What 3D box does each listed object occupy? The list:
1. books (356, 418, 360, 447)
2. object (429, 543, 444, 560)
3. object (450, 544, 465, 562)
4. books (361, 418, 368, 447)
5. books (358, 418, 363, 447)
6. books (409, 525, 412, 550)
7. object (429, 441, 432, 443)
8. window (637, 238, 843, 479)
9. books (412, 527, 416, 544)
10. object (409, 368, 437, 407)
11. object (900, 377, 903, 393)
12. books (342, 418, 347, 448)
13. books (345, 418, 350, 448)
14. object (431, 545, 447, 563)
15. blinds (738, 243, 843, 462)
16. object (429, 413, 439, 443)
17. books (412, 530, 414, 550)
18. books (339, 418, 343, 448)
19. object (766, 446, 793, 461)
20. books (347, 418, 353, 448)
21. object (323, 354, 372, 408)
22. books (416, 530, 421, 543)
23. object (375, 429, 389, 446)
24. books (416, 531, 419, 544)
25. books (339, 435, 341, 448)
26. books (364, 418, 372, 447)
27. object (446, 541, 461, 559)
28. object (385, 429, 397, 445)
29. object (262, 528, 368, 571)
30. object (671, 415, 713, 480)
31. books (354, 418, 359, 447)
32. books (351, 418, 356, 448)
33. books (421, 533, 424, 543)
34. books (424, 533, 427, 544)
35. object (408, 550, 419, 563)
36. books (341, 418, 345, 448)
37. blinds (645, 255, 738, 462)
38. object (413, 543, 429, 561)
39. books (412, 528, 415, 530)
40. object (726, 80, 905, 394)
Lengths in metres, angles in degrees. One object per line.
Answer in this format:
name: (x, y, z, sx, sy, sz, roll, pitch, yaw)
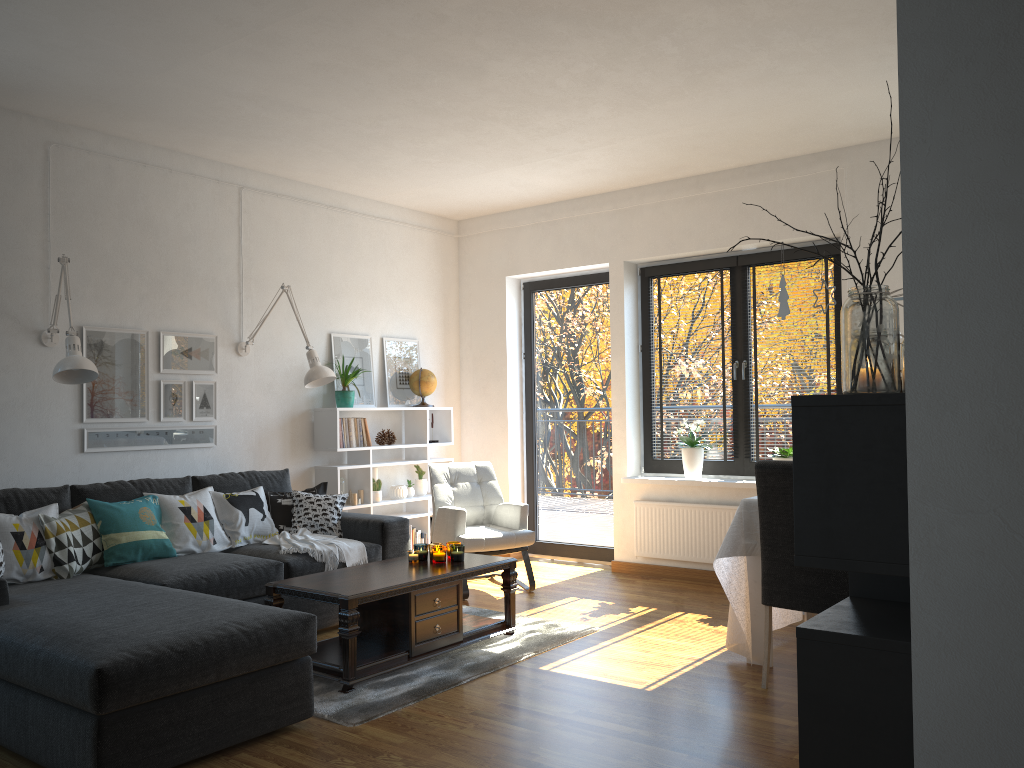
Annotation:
books: (-1.126, 0.345, 6.249, 0.131, 0.204, 0.035, -2, -1, 37)
object: (-0.393, 0.871, 4.603, 0.079, 0.081, 0.079, -2, -2, 32)
object: (-0.280, 0.867, 4.549, 0.079, 0.081, 0.079, -2, -2, 32)
books: (-1.091, 0.343, 6.296, 0.128, 0.211, 0.061, -2, -1, 38)
books: (-1.113, 0.343, 6.267, 0.133, 0.208, 0.044, -2, -1, 38)
books: (-0.836, 1.146, 6.563, 0.191, 0.217, 0.092, -2, -2, 37)
object: (-0.694, 0.349, 6.845, 0.134, 0.217, 0.066, 0, -1, -38)
window: (9.281, 2.223, 15.036, 21.829, 18.366, 12.976, 0, -1, -23)
books: (-0.761, 1.163, 6.644, 0.102, 0.179, 0.012, -2, -1, 37)
object: (-0.687, 0.028, 6.851, 0.217, 0.305, 0.216, 0, -2, -36)
object: (0.771, 0.004, 1.746, 0.038, 0.043, 0.039, 0, -1, -17)
books: (-1.201, 0.340, 6.146, 0.129, 0.209, 0.035, -2, -1, 38)
books: (-1.189, 0.341, 6.165, 0.136, 0.209, 0.044, -2, -1, 38)
object: (-0.371, 0.868, 4.517, 0.079, 0.081, 0.079, -2, -2, 32)
blinds: (1.859, -0.187, 5.877, 0.710, 1.422, 0.049, -2, -1, 37)
object: (-0.622, 0.345, 6.957, 0.066, 0.230, 0.075, -1, -1, 17)
books: (-0.793, 1.167, 6.616, 0.156, 0.169, 0.014, -2, -1, 37)
books: (-1.225, 0.340, 6.116, 0.129, 0.205, 0.043, -2, -1, 37)
object: (1.796, 0.522, 5.768, 0.267, 0.237, 0.283, -1, -2, 19)
books: (-1.169, 0.340, 6.183, 0.133, 0.210, 0.044, -2, -1, 38)
object: (-1.167, -0.017, 6.233, 0.387, 0.372, 0.424, -2, -2, 24)
books: (-0.735, 1.176, 6.672, 0.123, 0.157, 0.031, -2, -1, 37)
object: (-0.954, 0.390, 6.497, 0.102, 0.127, 0.095, -1, -1, -7)
books: (-0.745, 1.178, 6.649, 0.103, 0.146, 0.018, -2, -1, 37)
books: (-1.238, 0.348, 6.090, 0.124, 0.191, 0.047, -2, -1, 37)
books: (-1.068, 0.344, 6.320, 0.132, 0.204, 0.070, -2, -1, 38)
object: (-0.306, 0.871, 4.651, 0.079, 0.081, 0.079, -2, -2, 32)
object: (-0.903, 0.393, 6.559, 0.101, 0.125, 0.096, 0, -2, -37)
object: (-1.174, 0.943, 4.946, 0.606, 0.212, 0.488, -2, -2, 34)
object: (1.245, 0.438, 6.123, 0.286, 0.444, 0.340, -1, -1, 26)
books: (-1.138, 0.342, 6.231, 0.133, 0.209, 0.044, -2, -1, 37)
books: (-1.156, 0.342, 6.209, 0.135, 0.208, 0.048, -2, -1, 38)
books: (-0.717, 1.185, 6.688, 0.133, 0.132, 0.016, -2, -1, 37)
books: (-0.712, 1.190, 6.720, 0.183, 0.124, 0.013, -2, -2, 37)
object: (-0.502, 0.880, 4.525, 0.060, 0.061, 0.060, -2, -2, 42)
books: (-1.213, 0.342, 6.135, 0.136, 0.210, 0.033, -2, -1, 38)
blinds: (1.286, -0.164, 6.316, 0.710, 1.422, 0.049, -2, -1, 37)
object: (-0.471, 0.872, 4.595, 0.079, 0.081, 0.079, -2, -2, 32)
books: (-0.786, 1.161, 6.629, 0.148, 0.180, 0.014, -2, -1, 37)
object: (0.614, -0.238, 1.660, 0.426, 0.521, 0.298, -2, -2, 34)
